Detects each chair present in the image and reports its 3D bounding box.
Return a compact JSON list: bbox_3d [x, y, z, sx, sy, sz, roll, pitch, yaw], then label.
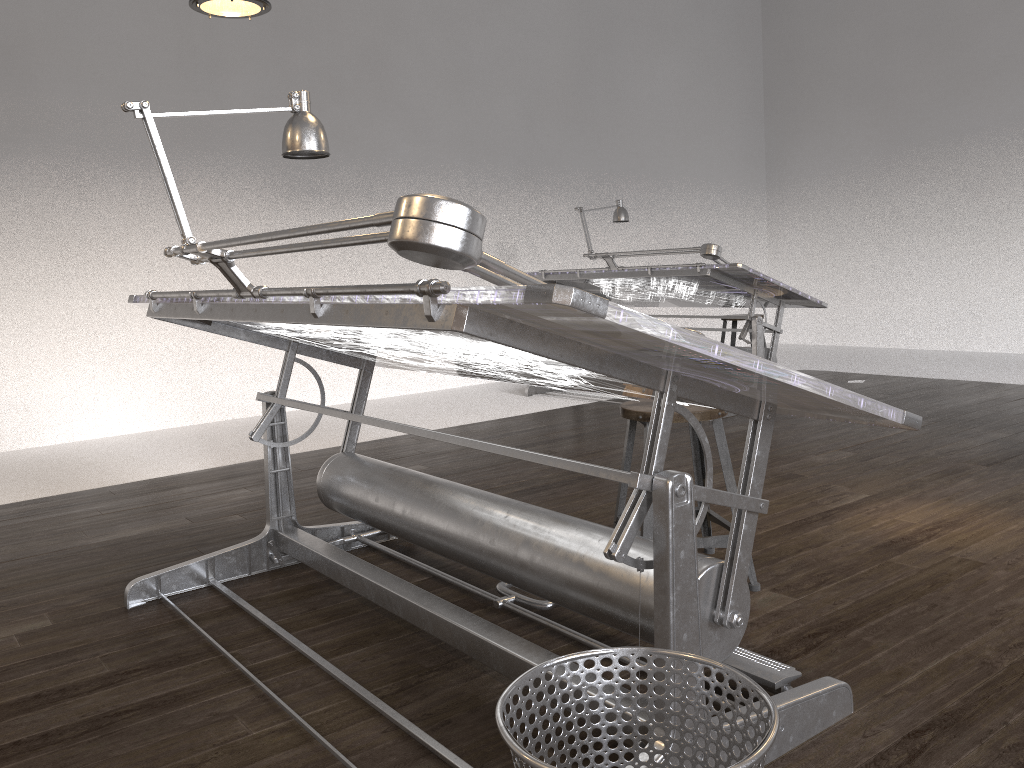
[{"bbox_3d":[1.727,-0.249,6.614,0.358,0.526,0.373,0,6,31],"label":"chair"},{"bbox_3d":[0.488,0.321,2.632,0.358,0.526,0.373,-4,5,-9],"label":"chair"}]

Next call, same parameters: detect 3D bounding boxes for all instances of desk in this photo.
[{"bbox_3d":[0.952,-0.583,6.095,1.079,1.381,2.073,-7,8,-37],"label":"desk"},{"bbox_3d":[-0.288,-0.016,2.134,1.079,1.381,2.073,-7,8,-37],"label":"desk"}]

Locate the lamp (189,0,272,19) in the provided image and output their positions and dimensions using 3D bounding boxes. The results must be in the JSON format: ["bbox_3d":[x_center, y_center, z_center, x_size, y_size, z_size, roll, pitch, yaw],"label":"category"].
[{"bbox_3d":[-1.163,-2.600,3.410,0.311,2.243,0.314,0,5,33],"label":"lamp"}]

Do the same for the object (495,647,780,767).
[{"bbox_3d":[0.164,0.595,1.141,0.353,0.376,0.354,-4,6,-15],"label":"object"}]
